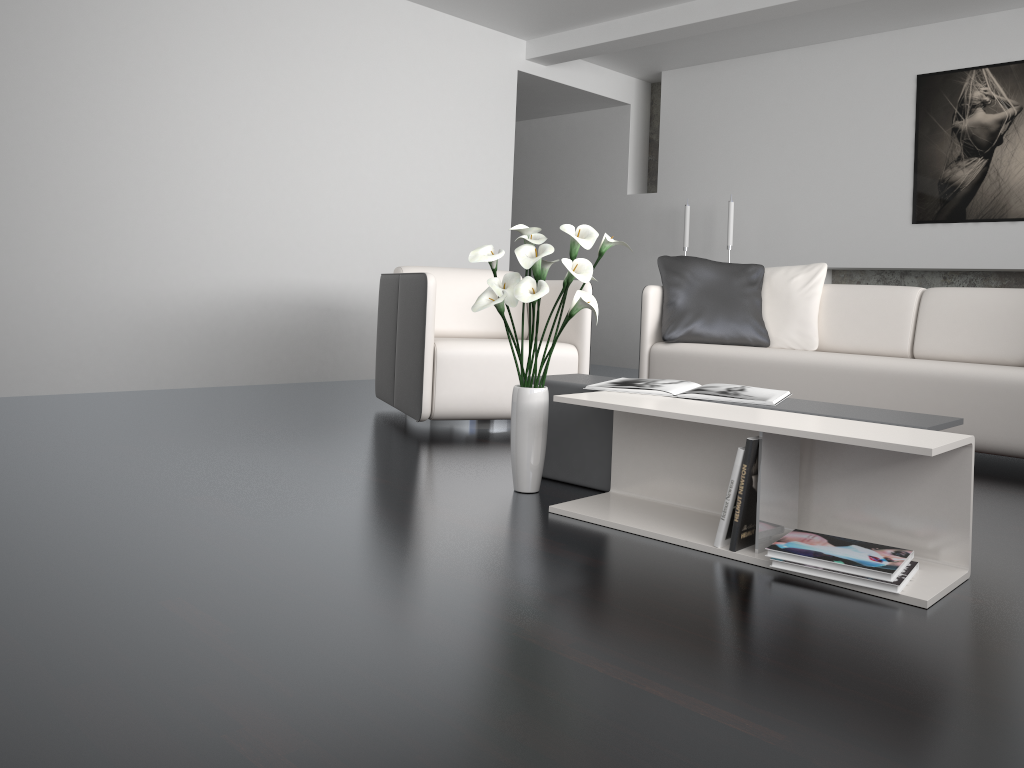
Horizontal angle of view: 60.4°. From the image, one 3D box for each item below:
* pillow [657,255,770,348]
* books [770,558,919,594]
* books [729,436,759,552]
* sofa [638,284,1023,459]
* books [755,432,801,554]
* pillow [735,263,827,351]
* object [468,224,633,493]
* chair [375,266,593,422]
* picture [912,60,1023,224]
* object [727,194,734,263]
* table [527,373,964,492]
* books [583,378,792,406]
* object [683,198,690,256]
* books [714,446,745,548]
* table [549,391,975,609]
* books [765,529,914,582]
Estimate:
[{"bbox_3d":[1.021,-0.421,4.437,0.565,0.450,0.278,2,1,-1],"label":"pillow"},{"bbox_3d":[0.728,0.394,1.926,0.264,0.017,0.213,6,7,34],"label":"books"},{"bbox_3d":[0.599,0.249,2.093,0.050,0.263,0.233,2,1,42],"label":"books"},{"bbox_3d":[1.766,-0.121,3.975,2.249,0.660,0.918,7,6,42],"label":"sofa"},{"bbox_3d":[0.633,0.241,2.088,0.007,0.284,0.205,1,0,42],"label":"books"},{"bbox_3d":[1.316,-0.386,4.528,0.586,0.499,0.323,4,2,34],"label":"pillow"},{"bbox_3d":[0.093,-0.070,2.536,0.378,0.797,0.446,3,1,27],"label":"object"},{"bbox_3d":[-0.170,-0.217,4.122,0.766,0.661,0.924,1,4,-21],"label":"chair"},{"bbox_3d":[2.961,-1.534,5.634,0.748,1.005,0.004,4,0,44],"label":"picture"},{"bbox_3d":[1.595,-0.706,6.500,0.180,1.396,0.179,1,-1,44],"label":"object"},{"bbox_3d":[0.590,0.189,2.575,1.263,0.313,0.298,7,5,42],"label":"table"},{"bbox_3d":[0.532,0.015,2.638,0.550,0.017,0.359,5,6,24],"label":"books"},{"bbox_3d":[1.348,-0.756,6.887,0.180,1.396,0.179,1,-1,44],"label":"object"},{"bbox_3d":[0.574,0.258,2.111,0.070,0.238,0.227,2,1,42],"label":"books"},{"bbox_3d":[0.564,0.230,2.169,0.973,0.314,0.298,7,5,42],"label":"table"},{"bbox_3d":[0.728,0.375,1.952,0.264,0.017,0.227,6,7,34],"label":"books"}]
